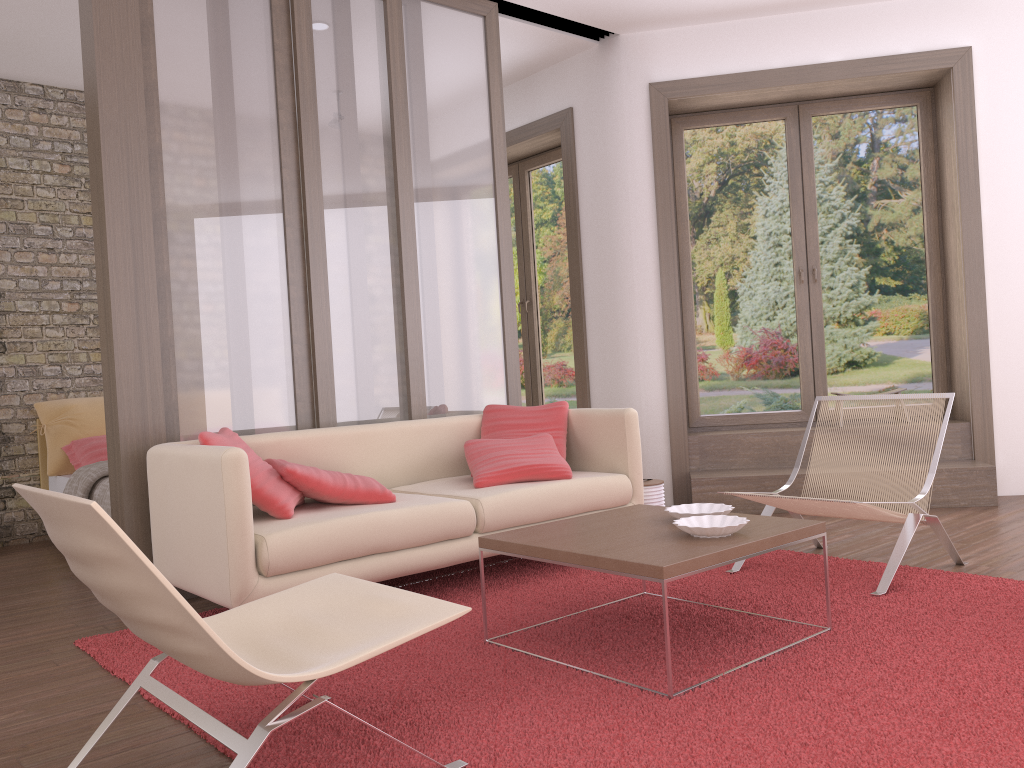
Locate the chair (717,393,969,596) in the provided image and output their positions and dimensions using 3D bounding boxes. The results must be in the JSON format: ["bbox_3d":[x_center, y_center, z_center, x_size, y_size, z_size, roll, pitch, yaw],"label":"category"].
[{"bbox_3d":[1.451,0.450,3.933,0.853,0.762,0.739,-4,0,-40],"label":"chair"}]

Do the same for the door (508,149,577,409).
[{"bbox_3d":[0.121,-0.736,7.421,0.117,2.221,1.750,-4,0,-40],"label":"door"}]

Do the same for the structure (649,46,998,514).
[{"bbox_3d":[2.023,-0.659,5.884,2.039,2.881,0.845,-3,0,10],"label":"structure"}]

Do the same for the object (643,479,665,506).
[{"bbox_3d":[0.714,0.690,4.821,0.239,0.341,0.239,-4,0,-8],"label":"object"}]

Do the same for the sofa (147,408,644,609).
[{"bbox_3d":[-0.434,0.561,4.174,2.204,0.751,0.919,-4,0,-40],"label":"sofa"}]

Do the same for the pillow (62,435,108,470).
[{"bbox_3d":[-2.595,0.469,6.119,0.831,0.264,0.538,-4,0,-40],"label":"pillow"}]

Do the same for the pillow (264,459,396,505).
[{"bbox_3d":[-0.821,0.434,3.940,0.467,0.224,0.507,-4,0,-27],"label":"pillow"}]

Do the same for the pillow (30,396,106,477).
[{"bbox_3d":[-2.878,0.349,6.369,1.019,0.527,0.355,-4,0,-40],"label":"pillow"}]

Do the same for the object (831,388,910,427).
[{"bbox_3d":[2.431,0.160,6.027,0.499,0.233,0.136,-3,0,-5],"label":"object"}]

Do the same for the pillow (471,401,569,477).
[{"bbox_3d":[0.049,0.294,4.739,0.498,0.377,0.379,-3,0,10],"label":"pillow"}]

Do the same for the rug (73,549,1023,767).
[{"bbox_3d":[0.454,0.890,3.165,2.938,0.016,3.344,-4,0,-40],"label":"rug"}]

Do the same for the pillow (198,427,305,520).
[{"bbox_3d":[-1.085,0.368,3.725,0.379,0.377,0.498,-3,0,-5],"label":"pillow"}]

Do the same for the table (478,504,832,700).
[{"bbox_3d":[0.488,0.695,3.092,0.850,0.378,0.850,-4,0,-40],"label":"table"}]

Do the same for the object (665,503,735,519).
[{"bbox_3d":[0.680,0.471,3.210,0.251,0.043,0.249,-4,0,-28],"label":"object"}]

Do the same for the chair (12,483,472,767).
[{"bbox_3d":[-0.647,0.589,2.169,0.860,0.767,0.739,-4,0,-40],"label":"chair"}]

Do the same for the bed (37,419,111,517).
[{"bbox_3d":[-1.861,0.586,5.929,2.219,0.861,2.360,-4,0,-40],"label":"bed"}]

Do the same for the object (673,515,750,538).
[{"bbox_3d":[0.657,0.474,2.929,0.251,0.043,0.249,-3,0,20],"label":"object"}]

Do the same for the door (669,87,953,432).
[{"bbox_3d":[2.070,-0.842,6.225,1.800,2.275,0.142,-3,0,10],"label":"door"}]

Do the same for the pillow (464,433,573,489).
[{"bbox_3d":[0.017,0.381,4.422,0.507,0.224,0.467,-4,0,-12],"label":"pillow"}]

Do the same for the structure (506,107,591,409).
[{"bbox_3d":[-0.123,-0.536,7.229,0.808,2.881,2.039,-4,0,-40],"label":"structure"}]
